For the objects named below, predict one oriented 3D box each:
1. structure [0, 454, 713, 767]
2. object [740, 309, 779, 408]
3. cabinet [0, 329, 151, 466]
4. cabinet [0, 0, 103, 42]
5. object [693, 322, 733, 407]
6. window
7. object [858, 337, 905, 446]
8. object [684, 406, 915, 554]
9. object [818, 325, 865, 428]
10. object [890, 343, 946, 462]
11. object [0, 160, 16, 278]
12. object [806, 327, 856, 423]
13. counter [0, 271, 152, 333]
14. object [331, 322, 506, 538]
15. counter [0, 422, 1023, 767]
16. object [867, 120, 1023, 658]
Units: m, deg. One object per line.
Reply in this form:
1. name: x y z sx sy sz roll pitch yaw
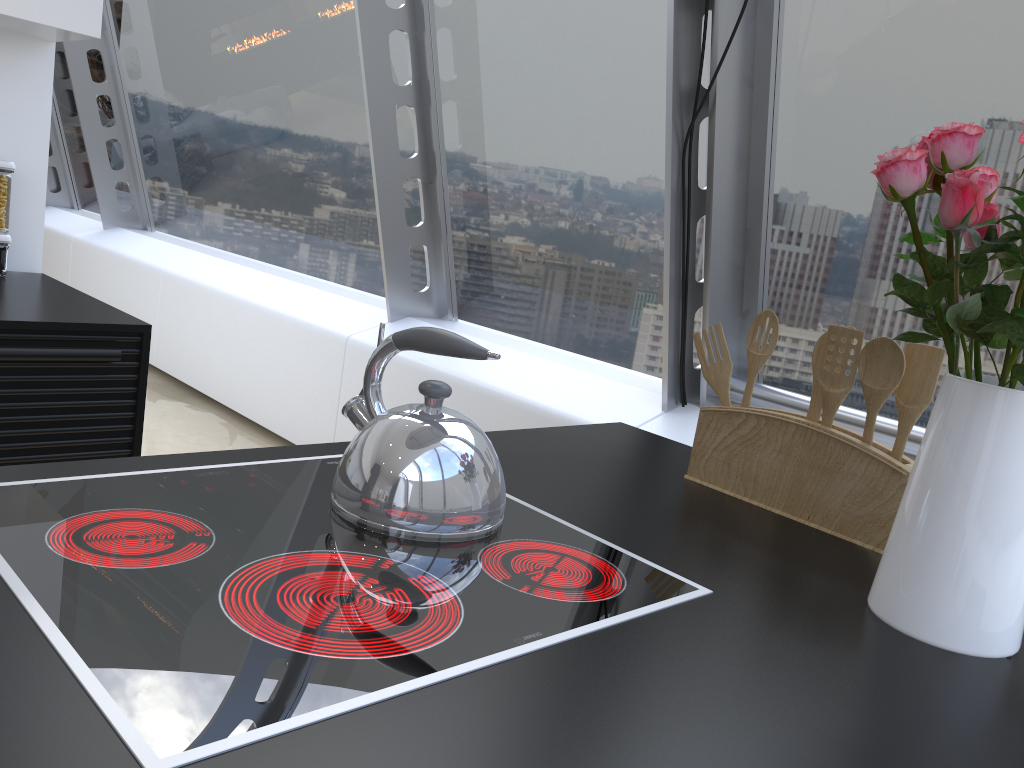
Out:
1. structure: -0.195 0.193 0.977 0.640 0.041 0.562 -1 15 -45
2. object: 0.386 0.024 1.457 0.027 0.299 0.055 -1 14 -44
3. cabinet: -2.867 -0.775 0.454 5.157 2.901 0.831 -1 15 -45
4. cabinet: -2.476 -1.160 1.062 3.741 0.515 0.343 -1 15 -45
5. object: 0.357 0.033 1.484 0.016 0.259 0.199 2 12 -33
6. window: -6.937 -1.369 0.176 16.171 3.674 16.693 17 13 37
7. object: 0.519 0.078 1.293 0.039 0.298 0.068 -1 14 -44
8. object: 0.446 0.130 1.381 0.084 0.157 0.353 -1 14 -44
9. object: 0.475 0.062 1.336 0.019 0.299 0.057 -1 14 -44
10. object: 0.557 0.087 1.279 0.030 0.294 0.057 -1 14 -44
11. object: -1.528 -0.454 2.332 0.365 0.315 0.113 -1 15 -44
12. object: 0.466 0.053 1.373 0.061 0.299 0.040 19 14 42
13. counter: -2.457 -0.195 1.060 3.738 0.025 0.804 -1 15 -45
14. object: -0.102 0.044 1.113 0.221 0.230 0.221 7 11 -14
15. counter: -0.782 0.236 0.177 3.800 0.018 1.006 -1 15 -45
16. object: 0.545 -0.011 0.968 0.327 0.596 0.350 1 13 -38
